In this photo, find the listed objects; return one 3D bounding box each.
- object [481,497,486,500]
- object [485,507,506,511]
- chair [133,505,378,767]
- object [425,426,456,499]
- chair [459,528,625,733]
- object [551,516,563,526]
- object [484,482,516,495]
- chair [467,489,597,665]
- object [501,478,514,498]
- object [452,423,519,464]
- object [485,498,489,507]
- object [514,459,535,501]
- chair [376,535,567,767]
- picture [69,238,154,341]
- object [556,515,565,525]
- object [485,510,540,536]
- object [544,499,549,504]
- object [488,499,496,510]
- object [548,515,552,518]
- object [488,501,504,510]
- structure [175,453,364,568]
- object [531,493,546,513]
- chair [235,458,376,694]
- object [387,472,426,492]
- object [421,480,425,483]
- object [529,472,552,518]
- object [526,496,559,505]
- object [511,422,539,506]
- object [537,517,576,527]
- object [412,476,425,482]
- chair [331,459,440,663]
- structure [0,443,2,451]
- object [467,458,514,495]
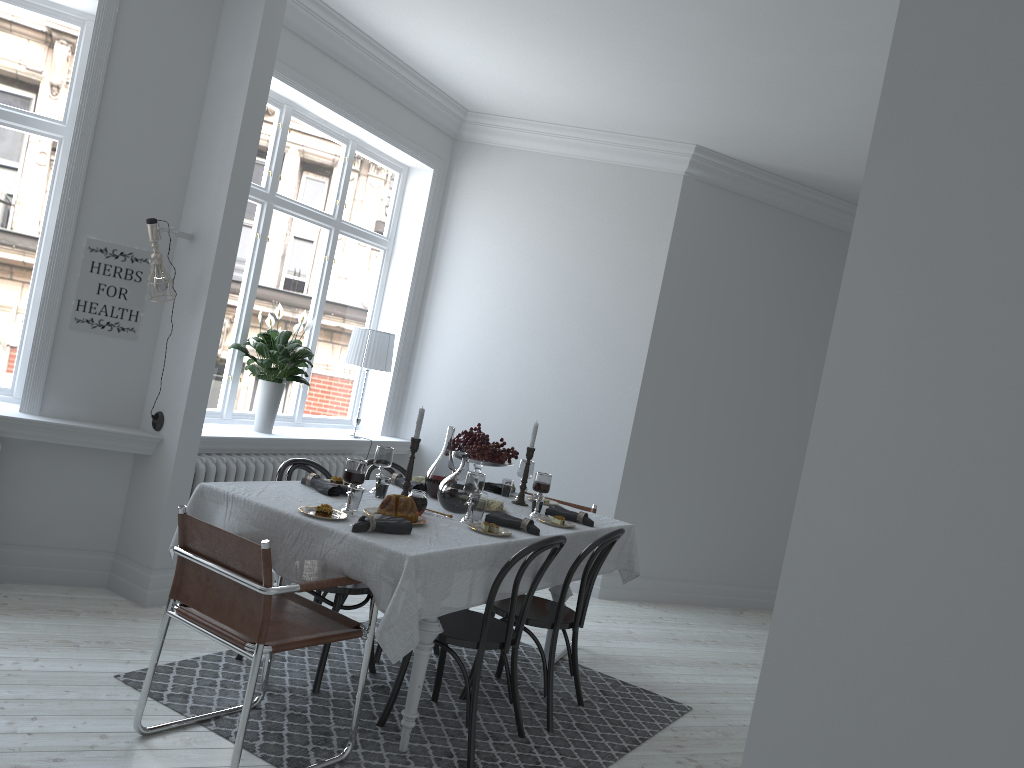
[{"bbox_3d":[-0.156,0.561,4.199,0.056,0.056,0.100,11,1,-10],"label":"object"},{"bbox_3d":[-0.152,0.581,4.236,0.251,0.018,0.251,11,1,-27],"label":"object"},{"bbox_3d":[-0.874,0.891,3.144,0.546,0.837,0.593,12,1,34],"label":"chair"},{"bbox_3d":[-0.322,0.376,4.242,0.152,0.352,0.152,12,1,23],"label":"object"},{"bbox_3d":[0.157,1.048,4.113,0.564,0.909,0.463,12,1,21],"label":"chair"},{"bbox_3d":[0.213,0.644,4.171,0.057,0.037,0.021,12,1,44],"label":"object"},{"bbox_3d":[-0.078,0.564,4.904,0.165,0.061,0.247,12,1,12],"label":"object"},{"bbox_3d":[0.117,1.064,5.014,0.546,0.837,0.593,12,1,18],"label":"chair"},{"bbox_3d":[-0.028,0.558,4.747,0.066,0.094,0.066,11,1,-39],"label":"object"},{"bbox_3d":[-0.143,0.319,4.691,0.347,0.215,0.318,12,1,25],"label":"object"},{"bbox_3d":[-0.142,0.571,4.272,0.040,0.039,0.077,12,1,33],"label":"object"},{"bbox_3d":[0.063,0.516,4.745,0.083,0.215,0.083,11,1,-23],"label":"object"},{"bbox_3d":[-0.142,0.995,3.629,0.564,0.909,0.463,12,1,26],"label":"chair"},{"bbox_3d":[-2.002,-0.471,4.439,0.311,0.457,0.003,11,1,-27],"label":"picture"},{"bbox_3d":[0.228,0.646,4.209,0.051,0.039,0.036,12,1,13],"label":"object"},{"bbox_3d":[0.019,0.599,3.880,0.247,0.061,0.165,12,1,12],"label":"object"},{"bbox_3d":[0.174,0.635,4.823,0.037,0.021,0.057,11,1,-27],"label":"object"},{"bbox_3d":[-0.090,0.580,4.246,0.040,0.040,0.077,11,1,-8],"label":"object"},{"bbox_3d":[0.229,0.658,4.304,0.131,0.012,0.031,12,1,30],"label":"object"},{"bbox_3d":[-0.075,0.573,4.185,0.039,0.040,0.078,12,1,37],"label":"object"},{"bbox_3d":[-1.503,0.794,5.436,0.245,0.753,1.710,12,1,26],"label":"structure"},{"bbox_3d":[0.126,0.594,4.385,0.066,0.094,0.066,11,1,-39],"label":"object"},{"bbox_3d":[-0.861,0.843,4.060,0.564,0.909,0.463,12,1,26],"label":"chair"},{"bbox_3d":[-0.525,0.482,4.341,0.247,0.061,0.165,12,1,12],"label":"object"},{"bbox_3d":[-0.444,0.504,4.562,0.039,0.040,0.078,12,1,37],"label":"object"},{"bbox_3d":[0.133,0.538,4.279,0.083,0.215,0.083,11,1,-23],"label":"object"},{"bbox_3d":[0.165,0.638,4.817,0.182,0.013,0.182,11,1,-17],"label":"object"},{"bbox_3d":[0.083,0.410,4.580,0.089,0.432,0.089,11,1,-5],"label":"object"},{"bbox_3d":[0.208,0.656,4.184,0.182,0.013,0.182,11,1,-12],"label":"object"},{"bbox_3d":[-0.480,0.498,4.584,0.040,0.039,0.077,12,1,33],"label":"object"},{"bbox_3d":[-0.602,0.888,4.576,0.564,0.909,0.463,12,1,41],"label":"chair"},{"bbox_3d":[-3.159,0.483,3.809,1.673,0.753,0.245,11,1,-27],"label":"structure"},{"bbox_3d":[-0.187,0.479,4.689,0.367,0.188,0.367,12,1,14],"label":"object"}]
